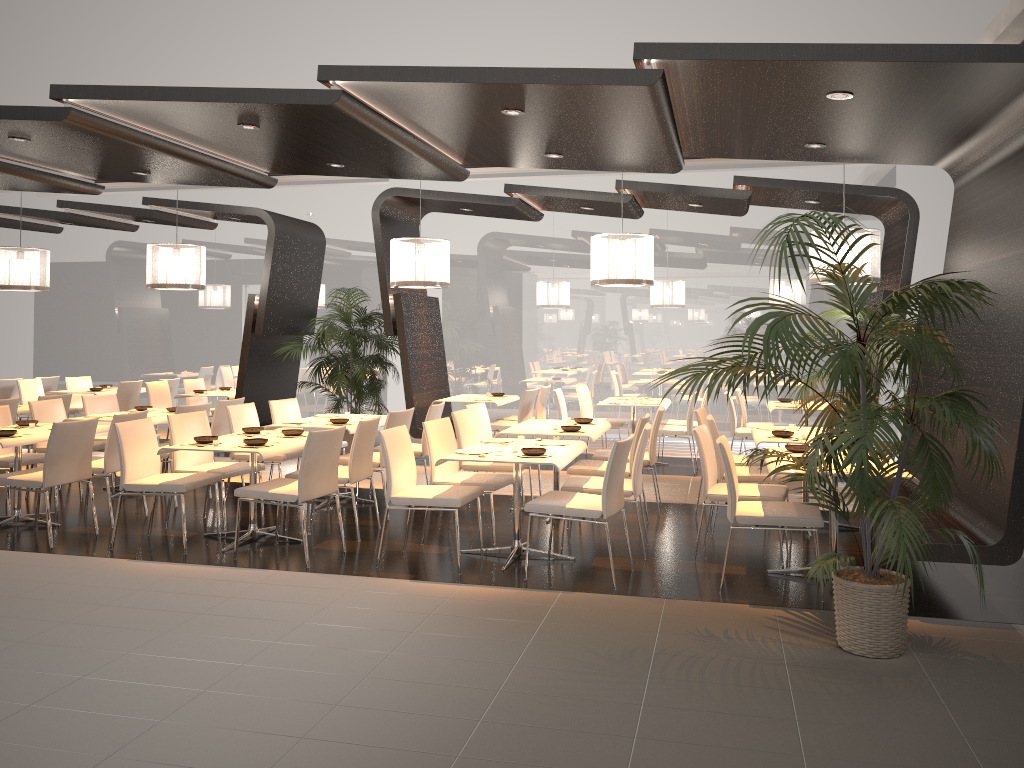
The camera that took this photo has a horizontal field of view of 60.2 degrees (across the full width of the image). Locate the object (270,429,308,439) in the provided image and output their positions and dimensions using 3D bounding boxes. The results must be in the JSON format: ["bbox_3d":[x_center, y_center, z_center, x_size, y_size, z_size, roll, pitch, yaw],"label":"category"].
[{"bbox_3d":[-1.682,0.370,6.722,0.303,0.044,0.365,1,3,12],"label":"object"}]

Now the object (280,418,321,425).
[{"bbox_3d":[-1.825,0.320,7.639,0.335,0.038,0.377,1,3,7],"label":"object"}]

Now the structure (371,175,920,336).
[{"bbox_3d":[1.403,-1.410,10.305,5.933,1.730,1.402,1,1,13],"label":"structure"}]

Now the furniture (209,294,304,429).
[{"bbox_3d":[-3.296,-0.293,11.397,0.757,1.677,1.402,0,1,13],"label":"furniture"}]

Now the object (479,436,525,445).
[{"bbox_3d":[-0.072,0.401,6.362,0.335,0.038,0.377,1,3,7],"label":"object"}]

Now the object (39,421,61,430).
[{"bbox_3d":[-3.647,0.335,7.186,0.303,0.044,0.365,1,3,12],"label":"object"}]

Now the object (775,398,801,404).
[{"bbox_3d":[3.178,0.195,10.167,0.303,0.044,0.365,1,3,12],"label":"object"}]

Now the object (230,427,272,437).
[{"bbox_3d":[-1.976,0.365,6.798,0.303,0.044,0.365,1,3,12],"label":"object"}]

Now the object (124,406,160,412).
[{"bbox_3d":[-3.628,0.247,8.729,0.303,0.044,0.365,1,3,12],"label":"object"}]

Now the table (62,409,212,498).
[{"bbox_3d":[-3.528,0.651,8.387,0.800,0.726,1.148,1,2,13],"label":"table"}]

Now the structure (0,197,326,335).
[{"bbox_3d":[-5.564,-1.536,11.964,5.933,1.730,1.402,1,1,13],"label":"structure"}]

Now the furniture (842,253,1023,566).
[{"bbox_3d":[2.850,0.037,6.090,0.757,1.675,2.903,0,2,13],"label":"furniture"}]

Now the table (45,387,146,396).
[{"bbox_3d":[-5.552,0.440,11.933,0.800,0.726,1.148,1,2,13],"label":"table"}]

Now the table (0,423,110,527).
[{"bbox_3d":[-3.869,0.733,6.921,0.800,0.726,1.148,1,2,13],"label":"table"}]

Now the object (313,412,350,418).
[{"bbox_3d":[-1.684,0.287,8.236,0.335,0.038,0.377,1,3,7],"label":"object"}]

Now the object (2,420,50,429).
[{"bbox_3d":[-3.972,0.330,7.253,0.303,0.044,0.365,1,3,12],"label":"object"}]

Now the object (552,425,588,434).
[{"bbox_3d":[0.448,0.358,7.096,0.303,0.044,0.365,1,3,12],"label":"object"}]

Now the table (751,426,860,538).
[{"bbox_3d":[2.315,0.759,6.966,0.800,0.726,1.148,1,2,13],"label":"table"}]

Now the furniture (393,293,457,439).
[{"bbox_3d":[-0.856,-0.249,10.816,0.757,1.677,1.402,0,1,13],"label":"furniture"}]

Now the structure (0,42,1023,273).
[{"bbox_3d":[-1.718,-1.252,7.205,10.661,1.739,2.903,1,2,13],"label":"structure"}]

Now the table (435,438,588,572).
[{"bbox_3d":[0.035,0.804,5.986,0.800,0.726,1.148,1,2,13],"label":"table"}]

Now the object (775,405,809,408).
[{"bbox_3d":[3.029,0.232,9.567,0.335,0.038,0.377,1,3,7],"label":"object"}]

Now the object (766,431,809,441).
[{"bbox_3d":[2.088,0.388,6.708,0.303,0.044,0.365,1,3,12],"label":"object"}]

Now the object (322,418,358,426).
[{"bbox_3d":[-1.500,0.321,7.606,0.303,0.044,0.365,1,3,12],"label":"object"}]

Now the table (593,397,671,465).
[{"bbox_3d":[1.415,0.566,10.274,0.800,0.726,1.148,1,2,13],"label":"table"}]

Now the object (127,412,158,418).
[{"bbox_3d":[-3.434,0.285,8.080,0.303,0.044,0.365,1,3,12],"label":"object"}]

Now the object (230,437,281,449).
[{"bbox_3d":[-1.793,0.403,6.139,0.303,0.044,0.365,1,3,12],"label":"object"}]

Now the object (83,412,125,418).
[{"bbox_3d":[-3.760,0.283,8.138,0.335,0.038,0.377,1,3,7],"label":"object"}]

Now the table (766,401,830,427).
[{"bbox_3d":[3.264,0.599,9.827,0.800,0.726,1.148,1,2,13],"label":"table"}]

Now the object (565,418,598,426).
[{"bbox_3d":[0.599,0.323,7.727,0.303,0.044,0.365,1,3,12],"label":"object"}]

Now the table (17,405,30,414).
[{"bbox_3d":[-5.442,0.617,8.836,0.800,0.726,1.148,1,2,13],"label":"table"}]

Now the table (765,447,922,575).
[{"bbox_3d":[2.003,0.840,5.507,0.800,0.726,1.148,1,2,13],"label":"table"}]

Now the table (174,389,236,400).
[{"bbox_3d":[-3.703,0.473,11.486,0.800,0.726,1.148,1,2,13],"label":"table"}]

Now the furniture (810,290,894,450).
[{"bbox_3d":[3.671,-0.167,9.738,0.757,1.677,1.402,0,1,13],"label":"furniture"}]

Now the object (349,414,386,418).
[{"bbox_3d":[-1.339,0.290,8.207,0.335,0.038,0.377,0,3,2],"label":"object"}]

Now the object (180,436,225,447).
[{"bbox_3d":[-2.131,0.398,6.197,0.303,0.044,0.365,1,3,12],"label":"object"}]

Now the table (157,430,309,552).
[{"bbox_3d":[-1.886,0.770,6.444,0.800,0.726,1.148,1,2,13],"label":"table"}]

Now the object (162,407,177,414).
[{"bbox_3d":[-3.309,0.252,8.659,0.303,0.044,0.365,1,3,12],"label":"object"}]

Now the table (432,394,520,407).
[{"bbox_3d":[-0.420,0.532,10.723,0.800,0.726,1.148,1,2,13],"label":"table"}]

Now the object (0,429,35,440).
[{"bbox_3d":[-3.787,0.368,6.589,0.303,0.044,0.365,1,3,12],"label":"object"}]

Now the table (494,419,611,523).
[{"bbox_3d":[0.496,0.725,7.414,1.053,0.726,1.148,1,2,13],"label":"table"}]

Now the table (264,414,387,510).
[{"bbox_3d":[-1.576,0.688,7.904,0.800,0.726,1.148,1,2,13],"label":"table"}]

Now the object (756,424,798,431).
[{"bbox_3d":[2.197,0.358,7.300,0.335,0.038,0.377,1,3,7],"label":"object"}]
